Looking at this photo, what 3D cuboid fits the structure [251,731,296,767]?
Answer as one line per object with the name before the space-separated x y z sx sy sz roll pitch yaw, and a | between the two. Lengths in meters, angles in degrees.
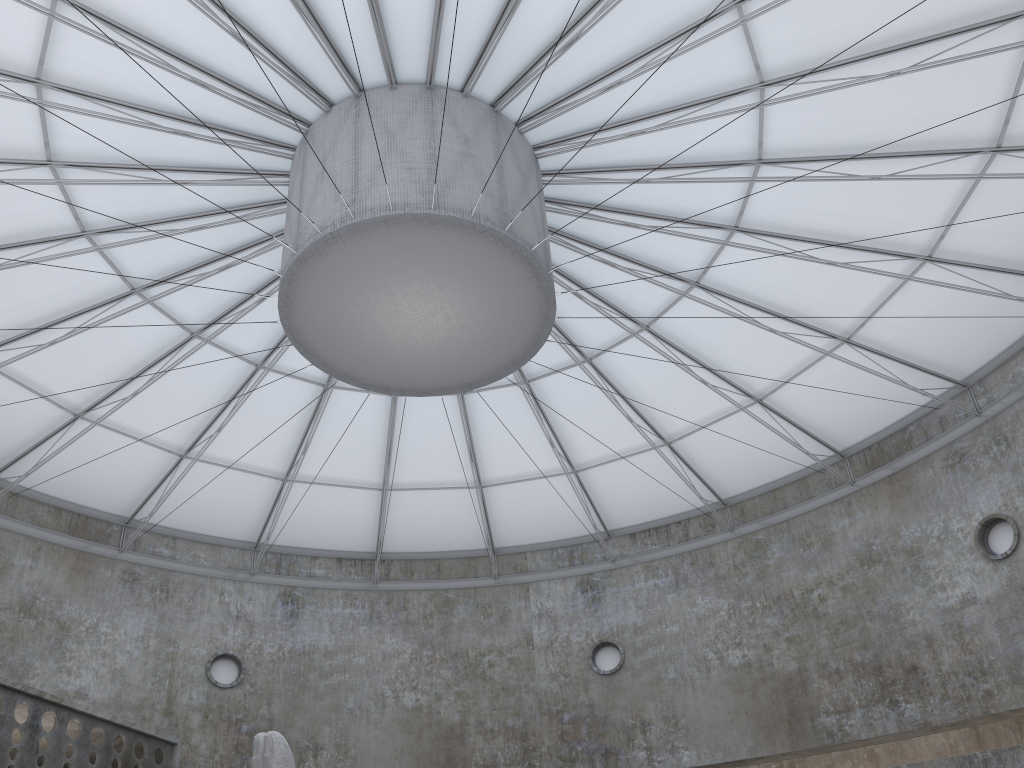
structure | 0.705 8.164 14.494 10.778 5.556 15.977 11 -37 -22
